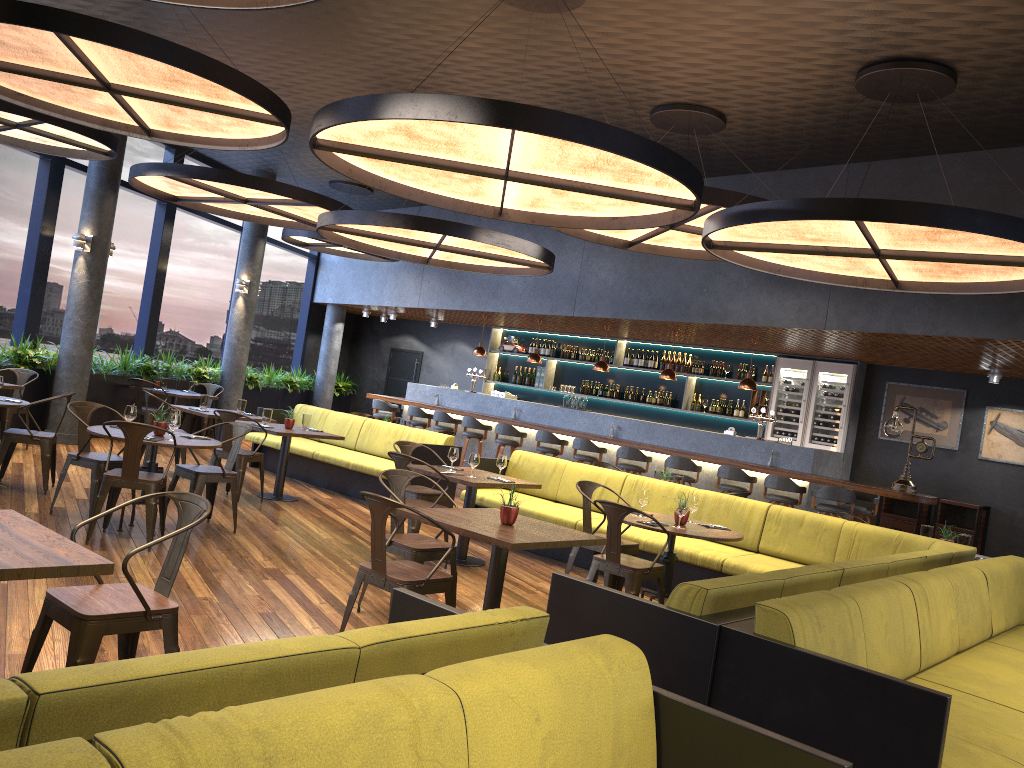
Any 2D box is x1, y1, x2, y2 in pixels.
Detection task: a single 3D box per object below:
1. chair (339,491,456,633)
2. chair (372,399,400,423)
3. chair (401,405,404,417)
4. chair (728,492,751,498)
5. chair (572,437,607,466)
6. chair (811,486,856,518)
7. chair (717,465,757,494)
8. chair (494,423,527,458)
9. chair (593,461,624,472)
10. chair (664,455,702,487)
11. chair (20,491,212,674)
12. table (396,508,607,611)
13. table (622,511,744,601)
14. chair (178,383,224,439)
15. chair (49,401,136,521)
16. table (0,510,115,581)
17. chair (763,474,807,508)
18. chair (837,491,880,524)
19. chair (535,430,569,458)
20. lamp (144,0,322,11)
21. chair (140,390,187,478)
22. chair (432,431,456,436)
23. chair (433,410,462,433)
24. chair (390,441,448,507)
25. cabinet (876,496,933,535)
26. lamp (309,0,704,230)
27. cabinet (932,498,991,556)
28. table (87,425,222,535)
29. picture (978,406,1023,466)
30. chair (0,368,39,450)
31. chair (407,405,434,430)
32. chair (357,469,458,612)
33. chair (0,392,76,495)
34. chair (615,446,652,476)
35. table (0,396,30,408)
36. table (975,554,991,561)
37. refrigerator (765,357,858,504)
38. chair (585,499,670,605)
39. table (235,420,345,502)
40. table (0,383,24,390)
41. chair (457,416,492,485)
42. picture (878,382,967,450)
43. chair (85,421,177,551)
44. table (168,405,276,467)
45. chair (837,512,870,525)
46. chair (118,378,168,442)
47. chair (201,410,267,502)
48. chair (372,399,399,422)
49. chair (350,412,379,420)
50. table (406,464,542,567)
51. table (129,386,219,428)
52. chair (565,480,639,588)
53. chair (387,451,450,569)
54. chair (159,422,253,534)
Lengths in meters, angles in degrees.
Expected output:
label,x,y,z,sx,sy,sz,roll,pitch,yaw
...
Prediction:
label,x,y,z,sx,sy,sz,roll,pitch,yaw
chair,-0.600,1.047,4.760,0.504,0.917,0.541,9,0,41
chair,-2.185,0.797,15.025,0.483,1.048,0.438,9,0,12
chair,-1.902,0.850,16.519,0.438,1.048,0.483,9,0,12
chair,2.023,1.477,8.813,0.541,0.917,0.504,9,0,41
chair,0.994,1.273,12.270,0.438,1.048,0.483,9,0,-21
chair,3.575,1.660,10.046,0.483,1.048,0.438,9,0,32
chair,2.702,1.529,10.876,0.483,1.048,0.438,9,0,12
chair,-0.098,1.109,13.136,0.438,1.048,0.483,9,0,-30
chair,1.089,1.337,9.624,0.541,0.917,0.504,9,0,41
chair,2.116,1.441,11.378,0.438,1.048,0.483,9,0,-35
chair,-1.551,0.892,3.519,0.504,0.917,0.541,9,0,41
table,-0.113,1.205,5.262,0.906,0.763,0.887,9,0,40
table,1.150,1.409,6.585,1.007,0.760,1.007,9,0,-12
chair,-4.808,0.448,13.720,0.504,0.917,0.541,9,0,6
chair,-3.379,0.631,7.234,0.541,0.917,0.504,9,0,22
table,-2.040,0.893,2.985,0.906,0.763,0.887,9,0,40
chair,3.126,1.592,10.421,0.438,1.048,0.483,9,0,-21
chair,4.045,1.736,10.543,0.483,1.048,0.438,9,0,12
chair,0.516,1.202,12.756,0.483,1.048,0.438,9,0,12
lamp,-1.801,-2.647,3.435,2.778,1.159,2.778,9,0,31
chair,-3.962,0.557,10.058,0.541,0.917,0.504,9,0,-31
chair,-1.060,1.015,11.366,0.541,0.917,0.504,9,0,41
chair,-1.082,0.962,14.144,0.483,1.048,0.438,9,0,12
chair,-0.890,1.023,8.282,0.541,0.917,0.504,9,0,41
cabinet,5.231,1.950,11.909,0.553,1.007,0.473,9,0,41
lamp,0.064,-2.161,6.373,2.778,1.475,2.778,9,0,0
cabinet,5.753,2.028,11.457,0.553,1.007,0.473,9,0,41
table,-2.890,0.785,7.063,1.007,0.760,1.007,9,0,28
picture,6.543,0.691,11.263,1.039,0.697,0.028,9,0,41
chair,-5.791,0.274,10.140,0.504,0.917,0.541,9,0,4
chair,-1.538,0.894,14.523,0.483,1.048,0.438,9,0,12
chair,-0.639,1.046,5.710,0.541,0.917,0.504,9,0,41
chair,-4.309,0.491,8.009,0.541,0.917,0.504,9,0,-19
chair,1.572,1.360,11.821,0.483,1.048,0.438,9,0,1
table,-4.875,0.482,7.822,1.007,0.760,1.007,9,0,34
table,3.557,1.787,7.446,0.906,0.763,0.887,9,0,40
refrigerator,4.316,0.722,12.898,1.159,2.109,0.454,9,0,41
chair,0.781,1.269,6.130,0.504,0.917,0.541,9,0,41
table,-2.510,0.860,9.659,0.906,0.763,0.887,9,0,40
table,-6.009,0.317,9.505,0.887,0.763,0.906,9,0,15
chair,-0.618,1.031,13.641,0.438,1.048,0.483,9,0,-21
picture,5.588,0.423,12.108,1.039,0.809,0.028,9,0,41
chair,-2.789,0.718,6.546,0.504,0.917,0.541,9,0,-10
table,-3.484,0.714,10.502,0.887,0.763,0.906,9,0,40
chair,3.105,1.639,7.856,0.541,0.917,0.504,9,0,41
chair,-5.142,0.389,12.434,0.504,0.917,0.541,9,0,15
chair,-2.807,0.730,9.027,0.504,0.917,0.541,9,0,18
chair,-2.341,0.778,16.000,0.483,1.048,0.438,9,0,-21
chair,-2.008,0.873,12.189,0.541,0.917,0.504,9,0,41
table,-0.414,1.174,7.823,0.887,0.763,0.906,9,0,40
table,-5.028,0.490,13.084,0.887,0.763,0.906,9,0,15
chair,0.720,1.265,7.011,0.541,0.917,0.504,9,0,41
chair,-0.807,1.030,7.304,0.504,0.917,0.541,9,0,41
chair,-2.541,0.762,7.468,0.504,0.917,0.541,9,0,41
